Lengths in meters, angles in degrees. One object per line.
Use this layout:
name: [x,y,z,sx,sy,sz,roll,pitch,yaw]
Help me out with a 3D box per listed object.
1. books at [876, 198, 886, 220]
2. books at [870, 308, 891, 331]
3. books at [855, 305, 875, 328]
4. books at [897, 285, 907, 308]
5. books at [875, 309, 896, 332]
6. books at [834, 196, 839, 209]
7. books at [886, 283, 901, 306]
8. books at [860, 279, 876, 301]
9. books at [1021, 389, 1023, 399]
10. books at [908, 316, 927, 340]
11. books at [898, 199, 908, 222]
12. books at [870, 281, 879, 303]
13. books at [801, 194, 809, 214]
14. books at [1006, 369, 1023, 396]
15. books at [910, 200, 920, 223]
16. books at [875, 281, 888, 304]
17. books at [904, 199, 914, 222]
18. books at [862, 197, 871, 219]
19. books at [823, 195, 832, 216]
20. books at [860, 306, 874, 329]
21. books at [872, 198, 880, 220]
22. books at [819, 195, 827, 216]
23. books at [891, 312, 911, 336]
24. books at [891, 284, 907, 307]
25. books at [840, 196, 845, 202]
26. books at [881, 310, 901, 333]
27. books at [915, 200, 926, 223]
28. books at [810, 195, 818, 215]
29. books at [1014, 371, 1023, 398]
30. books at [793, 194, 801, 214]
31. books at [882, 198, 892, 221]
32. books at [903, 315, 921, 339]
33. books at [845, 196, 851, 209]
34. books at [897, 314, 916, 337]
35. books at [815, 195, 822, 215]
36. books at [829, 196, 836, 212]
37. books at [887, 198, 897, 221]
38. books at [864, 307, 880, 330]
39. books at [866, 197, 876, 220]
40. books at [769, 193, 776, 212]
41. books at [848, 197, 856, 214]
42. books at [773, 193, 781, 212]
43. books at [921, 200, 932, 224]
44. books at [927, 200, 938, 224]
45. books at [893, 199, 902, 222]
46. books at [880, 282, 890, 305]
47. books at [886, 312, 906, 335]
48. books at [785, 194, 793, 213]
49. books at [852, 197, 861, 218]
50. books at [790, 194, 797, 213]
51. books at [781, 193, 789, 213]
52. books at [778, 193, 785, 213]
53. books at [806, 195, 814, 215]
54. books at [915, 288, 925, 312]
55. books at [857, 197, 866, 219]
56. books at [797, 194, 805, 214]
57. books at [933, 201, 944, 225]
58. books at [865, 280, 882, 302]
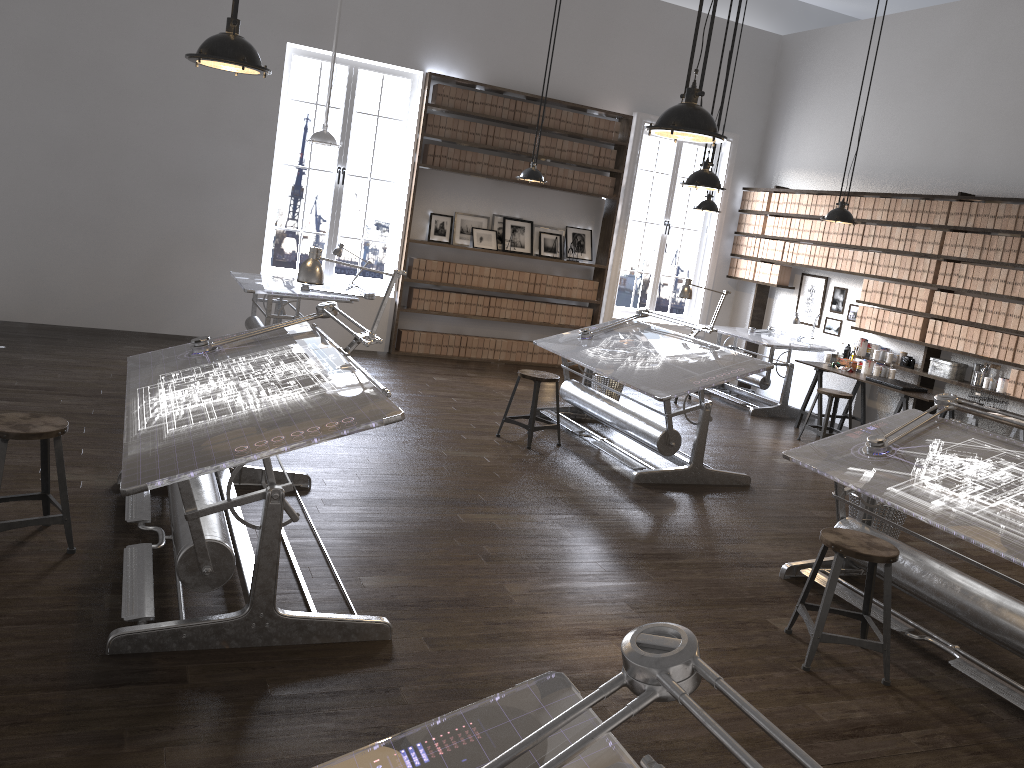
books: [3.775,-1.747,8.914,0.174,0.224,0.067,5,9,-24]
books: [3.690,-0.636,8.866,0.174,0.224,0.067,5,9,-24]
books: [3.612,-0.682,9.049,0.174,0.224,0.067,5,9,-24]
books: [3.840,-0.838,8.585,0.174,0.224,0.067,5,9,-24]
books: [3.720,-0.620,8.804,0.174,0.224,0.067,5,9,-24]
books: [3.537,-1.888,9.480,0.174,0.224,0.067,5,9,-24]
books: [3.785,-0.870,8.714,0.174,0.224,0.067,5,9,-24]
books: [3.650,-0.947,9.021,0.174,0.224,0.067,5,9,-24]
books: [4.322,0.025,7.320,0.174,0.224,0.067,5,9,-24]
books: [3.880,-0.527,8.430,0.174,0.224,0.067,5,9,-24]
books: [3.883,-1.683,8.658,0.174,0.224,0.067,5,9,-24]
books: [3.705,-0.916,8.899,0.174,0.224,0.067,5,9,-24]
books: [3.349,-1.999,9.924,0.174,0.224,0.067,5,9,-24]
books: [4.264,-0.006,7.443,0.174,0.224,0.067,5,9,-24]
books: [3.936,-1.651,8.525,0.174,0.224,0.067,5,9,-24]
books: [3.727,-0.901,8.837,0.174,0.224,0.067,5,9,-24]
books: [3.908,-1.667,8.591,0.174,0.224,0.067,5,9,-24]
books: [3.702,-1.791,9.093,0.174,0.224,0.067,5,9,-24]
books: [3.481,-1.919,9.601,0.174,0.224,0.067,5,9,-24]
books: [3.641,-0.667,8.990,0.174,0.224,0.067,5,9,-24]
books: [3.753,-1.761,8.971,0.174,0.224,0.067,5,9,-24]
books: [3.457,-1.935,9.668,0.174,0.224,0.067,5,9,-24]
books: [3.797,-0.573,8.610,0.174,0.224,0.067,5,9,-24]
books: [3.808,-0.854,8.648,0.174,0.224,0.067,5,9,-24]
books: [3.564,-1.873,9.422,0.174,0.224,0.067,5,9,-24]
books: [3.749,-0.604,8.741,0.174,0.224,0.067,5,9,-24]
books: [3.964,-1.636,8.470,0.174,0.224,0.067,5,9,-24]
books: [3.405,-1.967,9.796,0.174,0.224,0.067,5,9,-24]
books: [4.295,0.009,7.384,0.174,0.224,0.067,5,9,-24]
books: [3.296,-2.028,10.041,0.174,0.224,0.067,5,9,-24]
books: [3.801,-1.731,8.847,0.174,0.224,0.067,5,9,-24]
books: [3.852,-0.542,8.488,0.174,0.224,0.067,5,9,-24]
books: [3.588,-1.857,9.352,0.174,0.224,0.067,5,9,-24]
books: [3.824,-0.556,8.544,0.174,0.224,0.067,5,9,-24]
books: [3.433,-1.951,9.733,0.174,0.224,0.067,5,9,-24]
books: [3.509,-1.903,9.536,0.174,0.224,0.067,5,9,-24]
books: [3.832,-1.715,8.785,0.174,0.224,0.067,5,9,-24]
books: [3.664,-0.653,8.933,0.174,0.224,0.067,5,9,-24]
books: [3.723,-1.777,9.030,0.174,0.224,0.067,5,9,-24]
books: [3.138,-2.125,10.432,0.174,0.224,0.067,5,9,-24]
books: [3.621,-1.840,9.287,0.174,0.224,0.067,5,9,-24]
books: [3.161,-2.109,10.363,0.174,0.224,0.067,5,9,-24]
books: [3.993,-1.619,8.402,0.174,0.224,0.067,5,9,-24]
books: [4.022,-1.604,8.340,0.174,0.224,0.067,5,9,-24]
books: [3.860,-1.699,8.723,0.174,0.224,0.067,5,9,-24]
books: [3.758,-0.886,8.778,0.174,0.224,0.067,5,9,-24]
books: [3.772,-0.589,8.677,0.174,0.224,0.067,5,9,-24]
books: [3.249,-2.059,10.168,0.174,0.224,0.067,5,9,-24]
books: [3.644,-1.824,9.220,0.174,0.224,0.067,5,9,-24]
books: [3.276,-2.043,10.104,0.174,0.224,0.067,5,9,-24]
books: [3.218,-2.075,10.231,0.174,0.224,0.067,5,9,-24]
books: [3.195,-2.091,10.297,0.174,0.224,0.067,5,9,-24]
books: [3.374,-1.983,9.858,0.174,0.224,0.067,5,9,-24]
books: [3.924,-0.787,8.381,0.174,0.224,0.067,5,9,-24]
books: [3.675,-1.808,9.158,0.174,0.224,0.067,5,9,-24]
books: [3.326,-2.013,9.982,0.174,0.224,0.067,5,9,-24]
books: [4.045,-1.588,8.275,0.174,0.224,0.067,5,9,-24]
books: [3.680,-0.931,8.956,0.174,0.224,0.067,5,9,-24]
